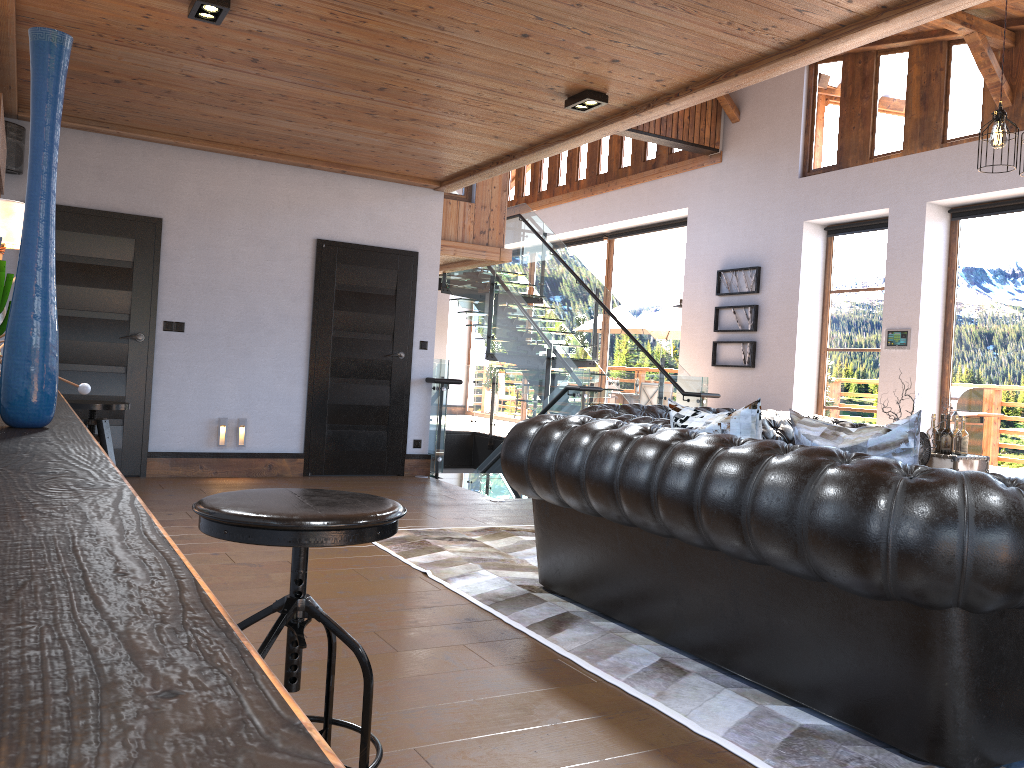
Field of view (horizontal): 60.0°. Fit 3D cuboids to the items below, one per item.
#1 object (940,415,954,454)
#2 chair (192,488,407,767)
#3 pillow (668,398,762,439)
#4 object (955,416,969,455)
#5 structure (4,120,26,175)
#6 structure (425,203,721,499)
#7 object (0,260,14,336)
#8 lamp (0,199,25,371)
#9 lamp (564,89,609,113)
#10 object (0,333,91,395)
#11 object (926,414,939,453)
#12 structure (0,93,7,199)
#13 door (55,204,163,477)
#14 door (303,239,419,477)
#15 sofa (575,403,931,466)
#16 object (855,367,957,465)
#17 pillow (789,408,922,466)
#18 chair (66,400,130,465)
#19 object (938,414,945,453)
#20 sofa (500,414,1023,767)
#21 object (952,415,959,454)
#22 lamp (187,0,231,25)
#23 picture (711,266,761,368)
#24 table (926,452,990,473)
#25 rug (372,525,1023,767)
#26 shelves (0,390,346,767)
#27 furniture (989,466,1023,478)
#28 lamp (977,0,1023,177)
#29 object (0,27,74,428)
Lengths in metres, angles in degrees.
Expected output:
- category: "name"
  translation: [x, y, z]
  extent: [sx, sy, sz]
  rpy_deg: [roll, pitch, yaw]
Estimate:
- category: "object"
  translation: [3.193, 0.367, 6.501]
  extent: [0.087, 0.286, 0.088]
  rpy_deg: [3, 0, 38]
- category: "chair"
  translation: [-0.467, 0.603, 1.887]
  extent: [0.445, 0.716, 0.437]
  rpy_deg: [3, 0, -25]
- category: "pillow"
  translation: [0.824, 0.275, 3.536]
  extent: [0.286, 0.469, 0.523]
  rpy_deg: [3, 0, -26]
- category: "object"
  translation: [3.280, 0.373, 6.458]
  extent: [0.088, 0.286, 0.087]
  rpy_deg: [4, 0, -19]
- category: "structure"
  translation: [-3.645, -1.706, 6.404]
  extent: [0.216, 0.349, 0.211]
  rpy_deg: [3, 0, -29]
- category: "structure"
  translation: [1.222, 0.518, 13.772]
  extent: [9.303, 6.398, 10.916]
  rpy_deg: [3, 1, -29]
- category: "object"
  translation: [-1.448, -0.138, 2.408]
  extent: [0.157, 0.410, 0.147]
  rpy_deg: [3, 0, 29]
- category: "lamp"
  translation: [-2.401, -0.059, 3.724]
  extent: [0.639, 1.481, 0.243]
  rpy_deg: [4, 0, -38]
- category: "lamp"
  translation: [0.448, -1.709, 5.341]
  extent: [0.157, 0.068, 0.258]
  rpy_deg: [3, 1, -29]
- category: "object"
  translation: [-1.876, -0.145, 3.214]
  extent: [0.522, 0.349, 0.646]
  rpy_deg: [3, 1, -2]
- category: "object"
  translation: [3.109, 0.361, 6.551]
  extent: [0.086, 0.286, 0.088]
  rpy_deg: [3, 0, 38]
- category: "structure"
  translation: [-3.205, -0.891, 5.197]
  extent: [0.324, 1.445, 1.834]
  rpy_deg: [4, 0, -29]
- category: "door"
  translation: [-3.251, -0.309, 6.799]
  extent: [0.950, 2.055, 0.142]
  rpy_deg: [4, 0, -30]
- category: "door"
  translation: [-1.339, -0.205, 7.889]
  extent: [0.950, 2.055, 0.142]
  rpy_deg: [4, 0, -30]
- category: "sofa"
  translation: [1.611, 0.602, 6.204]
  extent: [2.592, 0.838, 1.227]
  rpy_deg: [3, 1, -30]
- category: "object"
  translation: [2.137, 0.309, 4.748]
  extent: [0.409, 0.808, 0.615]
  rpy_deg: [4, 0, -18]
- category: "pillow"
  translation: [1.149, 0.302, 2.947]
  extent: [0.286, 0.469, 0.523]
  rpy_deg: [3, 0, -26]
- category: "chair"
  translation: [-2.265, 0.456, 4.746]
  extent: [0.397, 0.721, 0.389]
  rpy_deg: [3, 0, -29]
- category: "object"
  translation: [3.201, 0.366, 6.599]
  extent: [0.087, 0.286, 0.088]
  rpy_deg: [3, 0, 10]
- category: "sofa"
  translation: [0.942, 0.596, 3.390]
  extent: [1.252, 0.838, 2.540]
  rpy_deg: [3, 1, -30]
- category: "object"
  translation: [3.290, 0.372, 6.575]
  extent: [0.088, 0.286, 0.087]
  rpy_deg: [4, 0, -17]
- category: "lamp"
  translation: [-1.455, -1.813, 4.255]
  extent: [0.157, 0.068, 0.258]
  rpy_deg: [3, 1, -29]
- category: "picture"
  translation: [2.971, -0.880, 11.785]
  extent: [0.060, 1.312, 0.766]
  rpy_deg: [4, 0, -29]
- category: "table"
  translation: [3.192, 0.811, 6.521]
  extent: [0.409, 0.609, 0.413]
  rpy_deg: [3, 0, -29]
- category: "rug"
  translation: [1.073, 0.988, 4.084]
  extent: [2.456, 0.053, 4.004]
  rpy_deg: [3, 1, -28]
- category: "shelves"
  translation: [-1.003, 0.076, 1.481]
  extent: [0.618, 0.988, 6.577]
  rpy_deg: [3, 1, -29]
- category: "furniture"
  translation: [4.530, 0.972, 7.078]
  extent: [1.187, 0.436, 2.732]
  rpy_deg: [3, 1, -29]
- category: "lamp"
  translation: [2.767, -2.113, 4.332]
  extent: [0.264, 2.202, 0.794]
  rpy_deg: [4, 0, -38]
- category: "object"
  translation: [-1.114, -0.341, 1.964]
  extent: [0.272, 0.862, 0.112]
  rpy_deg: [3, 0, 16]
